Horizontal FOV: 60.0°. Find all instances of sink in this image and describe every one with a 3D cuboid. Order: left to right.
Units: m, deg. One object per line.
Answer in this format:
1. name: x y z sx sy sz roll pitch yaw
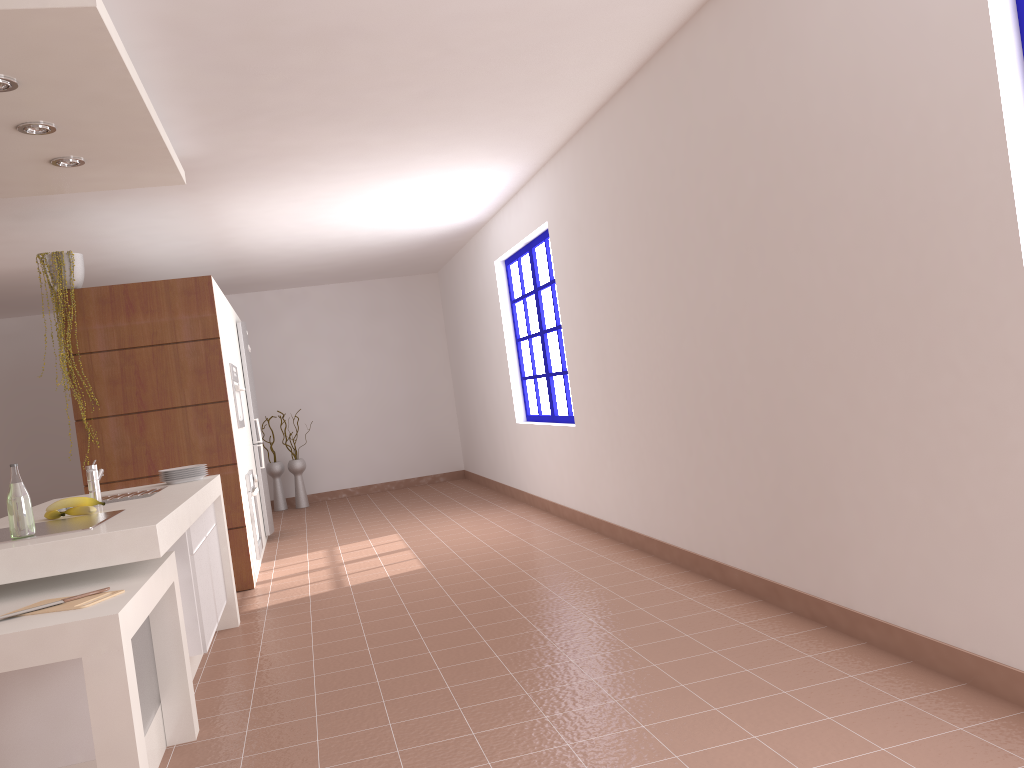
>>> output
1. sink: -1.808 0.513 4.009 0.404 0.368 0.668 -8 0 -14

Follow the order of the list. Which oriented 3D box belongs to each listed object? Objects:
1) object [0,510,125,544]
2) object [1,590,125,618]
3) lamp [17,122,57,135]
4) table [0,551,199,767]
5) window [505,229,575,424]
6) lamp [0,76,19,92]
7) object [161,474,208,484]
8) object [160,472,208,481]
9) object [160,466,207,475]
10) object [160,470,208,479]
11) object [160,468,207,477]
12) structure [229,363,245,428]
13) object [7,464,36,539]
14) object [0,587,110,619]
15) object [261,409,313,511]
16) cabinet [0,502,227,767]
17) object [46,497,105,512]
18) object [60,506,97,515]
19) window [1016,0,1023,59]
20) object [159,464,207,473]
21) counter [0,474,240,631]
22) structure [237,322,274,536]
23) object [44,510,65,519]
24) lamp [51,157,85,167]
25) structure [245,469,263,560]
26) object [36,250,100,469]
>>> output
1. object: -1.610 0.492 2.973 0.493 0.006 0.551 -8 0 -14
2. object: -1.209 0.593 2.393 0.266 0.006 0.168 -8 0 3
3. lamp: -1.928 -1.054 3.595 0.143 0.059 0.143 -8 0 15
4. table: -1.394 0.947 2.579 0.737 0.647 1.003 -8 0 -14
5. window: 0.246 -0.405 6.989 0.035 1.430 1.699 -8 0 -14
6. lamp: -1.810 -1.069 3.103 0.143 0.059 0.143 -8 0 -30
7. object: -1.674 0.488 4.531 0.228 0.020 0.228 -8 0 -32
8. object: -1.676 0.478 4.531 0.228 0.020 0.228 -8 0 -32
9. object: -1.680 0.447 4.531 0.228 0.020 0.228 -8 0 -32
10. object: -1.677 0.468 4.531 0.228 0.020 0.228 -8 0 -32
11. object: -1.678 0.458 4.531 0.228 0.020 0.228 -8 0 -32
12. structure: -1.956 0.086 6.393 0.056 0.454 0.614 -8 0 -14
13. object: -1.546 0.365 2.779 0.071 0.230 0.071 -8 0 -32
14. object: -1.252 0.592 2.355 0.041 0.008 0.375 -8 0 43
15. object: -2.447 0.834 9.901 0.655 1.112 0.284 -8 0 6
16. cabinet: -1.629 0.950 3.549 0.737 0.700 2.048 -8 0 -14
17. object: -1.656 0.455 3.370 0.207 0.055 0.047 -8 0 -37
18. object: -1.628 0.479 3.352 0.207 0.033 0.060 -8 0 31
19. window: 1.562 -0.569 1.447 0.035 1.430 1.699 -8 0 -14
20. object: -1.681 0.437 4.531 0.228 0.020 0.228 -8 0 -32
21. counter: -1.653 0.902 3.602 0.821 0.800 2.156 -8 0 -14
22. structure: -2.256 0.382 7.837 0.089 1.862 0.604 -8 0 -14
23. object: -1.734 0.493 3.353 0.060 0.033 0.207 -8 0 -34
24. lamp: -2.044 -1.040 4.080 0.143 0.059 0.143 -8 0 15
25. structure: -1.847 0.927 6.397 0.058 0.592 0.596 -8 0 -13
26. object: -2.690 -0.135 5.416 0.279 1.344 0.297 -8 0 36
